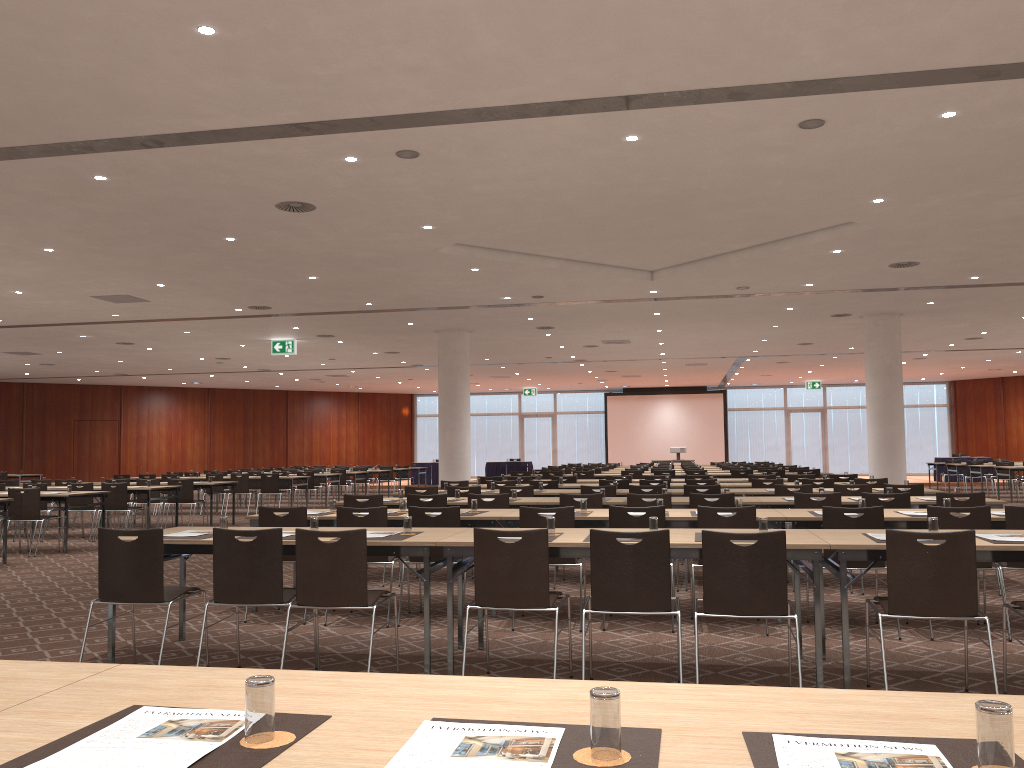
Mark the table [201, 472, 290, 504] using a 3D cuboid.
[{"bbox_3d":[-7.422,2.911,24.844,2.267,0.832,0.954,-1,-4,10],"label":"table"}]

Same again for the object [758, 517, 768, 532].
[{"bbox_3d":[1.536,0.872,5.418,0.054,0.114,0.054,1,-4,-23],"label":"object"}]

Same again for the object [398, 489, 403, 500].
[{"bbox_3d":[-1.256,1.249,10.008,0.054,0.114,0.054,-4,-5,44],"label":"object"}]

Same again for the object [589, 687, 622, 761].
[{"bbox_3d":[0.166,0.601,1.574,0.054,0.114,0.054,1,-4,-23],"label":"object"}]

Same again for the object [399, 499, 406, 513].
[{"bbox_3d":[-0.978,1.090,7.926,0.054,0.114,0.054,-2,-4,22],"label":"object"}]

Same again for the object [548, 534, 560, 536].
[{"bbox_3d":[0.255,0.963,5.661,0.102,0.001,0.102,1,-5,-23],"label":"object"}]

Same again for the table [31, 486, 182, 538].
[{"bbox_3d":[-6.913,2.177,15.110,2.267,0.832,0.954,-1,-4,10],"label":"table"}]

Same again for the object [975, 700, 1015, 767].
[{"bbox_3d":[0.796,0.585,1.461,0.054,0.114,0.054,1,-4,-23],"label":"object"}]

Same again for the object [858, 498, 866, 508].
[{"bbox_3d":[2.850,0.990,7.220,0.054,0.114,0.054,-4,-5,44],"label":"object"}]

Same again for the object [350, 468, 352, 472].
[{"bbox_3d":[-4.395,2.353,24.271,0.054,0.114,0.054,-1,-4,-1],"label":"object"}]

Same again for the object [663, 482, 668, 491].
[{"bbox_3d":[1.979,1.316,11.432,0.054,0.114,0.054,-1,-4,-1],"label":"object"}]

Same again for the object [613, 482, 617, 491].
[{"bbox_3d":[1.345,1.333,11.555,0.054,0.114,0.054,-1,-4,-1],"label":"object"}]

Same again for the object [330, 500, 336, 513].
[{"bbox_3d":[-1.622,1.105,8.029,0.054,0.114,0.054,-1,-4,-1],"label":"object"}]

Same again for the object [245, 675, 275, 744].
[{"bbox_3d":[-0.480,0.617,1.687,0.054,0.114,0.054,1,-4,-23],"label":"object"}]

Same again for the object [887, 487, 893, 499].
[{"bbox_3d":[3.860,1.115,9.061,0.054,0.114,0.054,1,-4,-23],"label":"object"}]

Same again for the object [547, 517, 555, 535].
[{"bbox_3d":[0.249,0.905,5.655,0.054,0.114,0.054,1,-4,-23],"label":"object"}]

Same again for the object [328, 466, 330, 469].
[{"bbox_3d":[-5.912,2.697,28.616,0.054,0.114,0.054,1,-4,-23],"label":"object"}]

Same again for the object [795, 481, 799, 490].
[{"bbox_3d":[3.582,1.275,11.149,0.054,0.114,0.054,1,-4,-23],"label":"object"}]

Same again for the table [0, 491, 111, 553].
[{"bbox_3d":[-7.276,2.035,13.147,2.267,0.832,0.954,-1,-4,10],"label":"table"}]

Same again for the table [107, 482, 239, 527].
[{"bbox_3d":[-6.550,2.320,17.073,2.267,0.832,0.954,-1,-4,10],"label":"table"}]

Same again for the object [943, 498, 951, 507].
[{"bbox_3d":[3.488,0.974,7.110,0.054,0.114,0.054,-4,-5,44],"label":"object"}]

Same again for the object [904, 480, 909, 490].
[{"bbox_3d":[4.855,1.242,10.912,0.054,0.114,0.054,-1,-4,-1],"label":"object"}]

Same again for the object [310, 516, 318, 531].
[{"bbox_3d":[-1.330,0.947,5.961,0.054,0.114,0.054,-4,-5,44],"label":"object"}]

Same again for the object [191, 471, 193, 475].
[{"bbox_3d":[-8.283,2.303,22.959,0.054,0.114,0.054,-4,-5,44],"label":"object"}]

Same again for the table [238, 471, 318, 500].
[{"bbox_3d":[-7.059,3.053,26.807,2.267,0.832,0.954,-1,-4,10],"label":"table"}]

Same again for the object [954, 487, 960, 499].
[{"bbox_3d":[4.494,1.100,8.954,0.054,0.114,0.054,1,-4,-23],"label":"object"}]

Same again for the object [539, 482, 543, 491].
[{"bbox_3d":[0.383,1.357,11.726,0.054,0.114,0.054,1,-4,-23],"label":"object"}]

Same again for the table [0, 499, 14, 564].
[{"bbox_3d":[-7.639,1.893,11.184,2.267,0.832,0.954,-1,-4,10],"label":"table"}]

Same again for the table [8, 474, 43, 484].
[{"bbox_3d":[-15.233,3.114,26.276,2.267,0.832,0.954,-1,-4,10],"label":"table"}]

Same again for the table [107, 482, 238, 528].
[{"bbox_3d":[-6.550,2.320,17.073,2.267,0.832,0.954,-1,-4,10],"label":"table"}]

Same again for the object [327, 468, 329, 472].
[{"bbox_3d":[-5.052,2.370,24.387,0.054,0.114,0.054,-1,-4,-1],"label":"object"}]

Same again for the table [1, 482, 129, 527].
[{"bbox_3d":[-8.782,2.378,17.482,2.267,0.832,0.954,-1,-4,10],"label":"table"}]

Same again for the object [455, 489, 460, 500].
[{"bbox_3d":[-0.607,1.231,9.882,0.054,0.114,0.054,1,-4,-23],"label":"object"}]

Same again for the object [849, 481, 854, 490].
[{"bbox_3d":[4.222,1.257,11.017,0.054,0.114,0.054,1,-4,-23],"label":"object"}]

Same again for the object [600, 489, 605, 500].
[{"bbox_3d":[0.980,1.189,9.580,0.054,0.114,0.054,-4,-5,44],"label":"object"}]

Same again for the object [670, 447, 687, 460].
[{"bbox_3d":[5.945,2.485,31.708,0.576,0.472,0.615,-1,-4,10],"label":"object"}]

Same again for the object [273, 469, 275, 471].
[{"bbox_3d":[-6.628,2.411,24.682,0.054,0.114,0.054,1,-4,-23],"label":"object"}]

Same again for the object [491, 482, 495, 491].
[{"bbox_3d":[-0.257,1.374,11.852,0.054,0.114,0.054,-1,-4,-1],"label":"object"}]

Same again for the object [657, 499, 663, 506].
[{"bbox_3d":[1.256,1.032,7.519,0.054,0.114,0.054,-1,-4,-1],"label":"object"}]

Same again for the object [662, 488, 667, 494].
[{"bbox_3d":[1.629,1.173,9.466,0.054,0.114,0.054,-4,-5,44],"label":"object"}]

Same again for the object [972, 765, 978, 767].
[{"bbox_3d":[0.807,0.641,1.452,0.102,0.001,0.102,1,-5,-23],"label":"object"}]

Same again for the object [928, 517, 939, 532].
[{"bbox_3d":[2.495,0.847,5.250,0.054,0.114,0.054,-4,-5,44],"label":"object"}]

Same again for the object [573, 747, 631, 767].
[{"bbox_3d":[0.159,0.658,1.567,0.102,0.001,0.102,1,-5,-23],"label":"object"}]

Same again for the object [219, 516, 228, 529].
[{"bbox_3d":[-1.971,0.963,6.063,0.054,0.114,0.054,1,-4,-23],"label":"object"}]

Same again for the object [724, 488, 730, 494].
[{"bbox_3d":[2.265,1.156,9.345,0.054,0.114,0.054,-4,-5,44],"label":"object"}]

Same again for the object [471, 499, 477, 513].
[{"bbox_3d":[-0.332,1.072,7.794,0.054,0.114,0.054,-4,-5,44],"label":"object"}]

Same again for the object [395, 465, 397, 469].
[{"bbox_3d":[-3.678,2.638,28.201,0.054,0.114,0.054,-1,-4,-1],"label":"object"}]

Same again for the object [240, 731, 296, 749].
[{"bbox_3d":[-0.462,0.674,1.680,0.102,0.001,0.102,1,-5,-23],"label":"object"}]

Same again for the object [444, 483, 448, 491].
[{"bbox_3d":[-0.891,1.391,11.968,0.054,0.114,0.054,-1,-4,-1],"label":"object"}]

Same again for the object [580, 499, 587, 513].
[{"bbox_3d":[0.616,1.047,7.618,0.054,0.114,0.054,-1,-4,-1],"label":"object"}]

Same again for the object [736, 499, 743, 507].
[{"bbox_3d":[1.895,1.015,7.398,0.054,0.114,0.054,-1,-4,-1],"label":"object"}]

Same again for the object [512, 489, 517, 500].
[{"bbox_3d":[0.025,1.215,9.763,0.054,0.114,0.054,1,-4,-23],"label":"object"}]

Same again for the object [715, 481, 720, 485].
[{"bbox_3d":[2.623,1.299,11.311,0.054,0.114,0.054,-4,-5,44],"label":"object"}]

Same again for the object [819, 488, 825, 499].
[{"bbox_3d":[3.209,1.133,9.186,0.054,0.114,0.054,-2,-4,22],"label":"object"}]

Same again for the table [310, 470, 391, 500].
[{"bbox_3d":[-4.827,2.996,26.397,2.267,0.832,0.954,-1,-4,10],"label":"table"}]

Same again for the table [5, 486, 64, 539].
[{"bbox_3d":[-9.145,2.235,15.519,2.267,0.832,0.954,-1,-4,10],"label":"table"}]

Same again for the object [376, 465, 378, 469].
[{"bbox_3d":[-4.317,2.655,28.317,0.054,0.114,0.054,-1,-4,-1],"label":"object"}]

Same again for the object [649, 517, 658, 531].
[{"bbox_3d":[0.885,0.889,5.541,0.054,0.114,0.054,1,-4,-23],"label":"object"}]
